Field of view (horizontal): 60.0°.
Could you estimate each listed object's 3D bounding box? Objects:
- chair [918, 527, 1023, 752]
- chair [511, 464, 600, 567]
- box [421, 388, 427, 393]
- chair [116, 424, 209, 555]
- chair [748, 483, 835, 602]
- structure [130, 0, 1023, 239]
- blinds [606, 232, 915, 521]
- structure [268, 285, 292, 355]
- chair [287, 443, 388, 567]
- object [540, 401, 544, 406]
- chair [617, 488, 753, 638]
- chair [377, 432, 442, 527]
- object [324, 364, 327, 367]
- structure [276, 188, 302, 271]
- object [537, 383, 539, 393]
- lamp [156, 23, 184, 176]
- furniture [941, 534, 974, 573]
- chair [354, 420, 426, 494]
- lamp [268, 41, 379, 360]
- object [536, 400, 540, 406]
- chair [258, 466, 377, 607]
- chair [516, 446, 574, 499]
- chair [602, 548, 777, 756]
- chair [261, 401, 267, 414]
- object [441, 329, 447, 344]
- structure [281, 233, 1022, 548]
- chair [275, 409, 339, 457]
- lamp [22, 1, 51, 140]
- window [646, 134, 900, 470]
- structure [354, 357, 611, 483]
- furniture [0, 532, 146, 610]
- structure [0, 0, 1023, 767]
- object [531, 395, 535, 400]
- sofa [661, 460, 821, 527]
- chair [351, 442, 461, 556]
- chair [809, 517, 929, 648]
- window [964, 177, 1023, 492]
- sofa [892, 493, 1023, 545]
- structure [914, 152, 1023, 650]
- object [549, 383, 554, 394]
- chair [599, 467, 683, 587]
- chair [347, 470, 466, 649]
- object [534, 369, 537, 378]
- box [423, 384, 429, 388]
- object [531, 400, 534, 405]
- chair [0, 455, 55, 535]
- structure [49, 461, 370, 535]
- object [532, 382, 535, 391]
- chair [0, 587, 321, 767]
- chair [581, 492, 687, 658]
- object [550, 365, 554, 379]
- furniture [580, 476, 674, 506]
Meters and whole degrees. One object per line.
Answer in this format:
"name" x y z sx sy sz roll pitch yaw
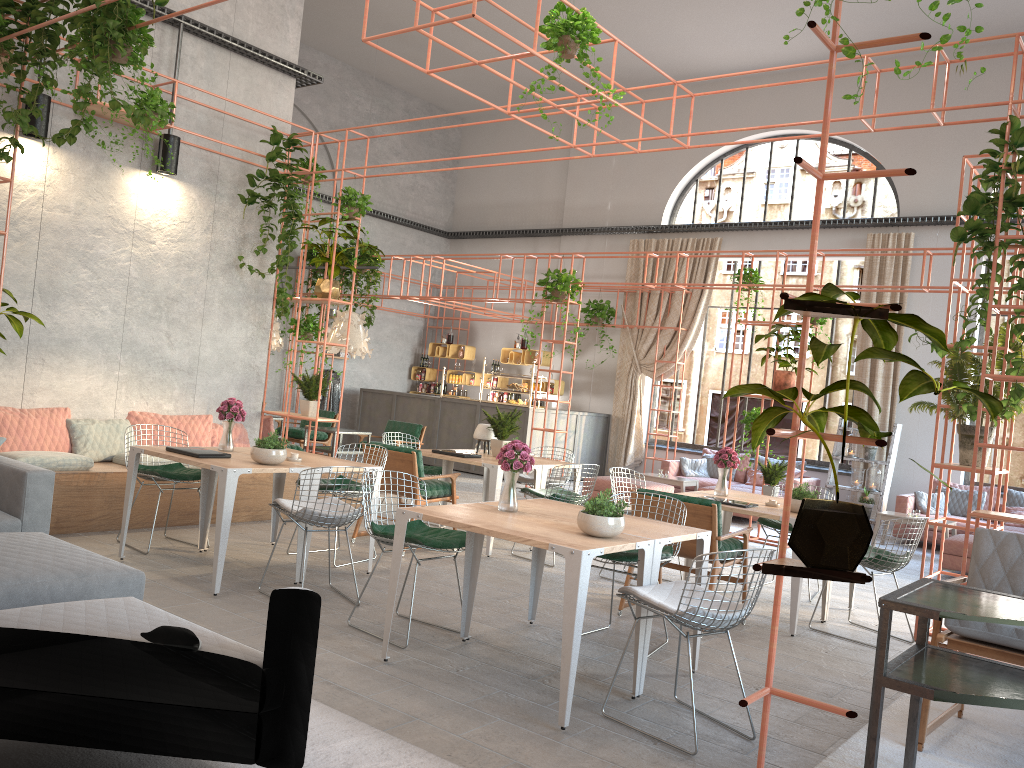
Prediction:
"chair" 2.251 1.146 3.814 0.722 0.929 0.685 6 0 38
"chair" 0.414 1.160 8.204 0.565 0.941 0.717 6 0 -36
"box" -1.815 0.134 18.421 0.122 0.093 0.058 6 0 38
"chair" -2.766 0.826 7.091 0.717 0.941 0.565 6 0 39
"chair" 2.488 1.374 7.880 0.565 0.941 0.717 6 0 34
"structure" -0.023 -3.118 8.823 15.203 0.110 15.603 6 0 38
"blinds" 3.872 -0.319 14.842 4.957 4.389 0.414 6 0 39
"structure" -4.443 -1.298 15.807 0.921 1.527 0.950 6 0 36
"chair" -1.429 0.965 7.324 0.565 0.941 0.717 6 0 34
"object" 0.572 0.357 16.853 0.073 0.131 0.073 6 0 30
"chair" 1.259 1.245 6.400 0.722 0.917 0.685 6 0 38
"chair" -1.056 1.011 9.329 0.717 0.941 0.565 6 0 39
"object" -3.562 -0.360 16.841 0.049 0.121 0.093 6 0 40
"structure" -4.497 -2.783 15.210 0.856 1.514 1.939 6 0 32
"object" 0.474 0.073 16.674 0.069 0.191 0.069 6 0 -35
"lamp" -3.197 -2.706 8.404 0.185 1.425 0.179 6 0 37
"furniture" 5.250 1.917 9.598 0.976 0.446 0.941 6 0 37
"chair" -1.665 0.969 12.000 0.722 0.929 0.685 6 0 38
"lamp" -3.327 -2.486 12.368 4.456 4.052 0.704 6 0 38
"object" 0.489 0.348 16.736 0.073 0.131 0.073 6 0 30
"chair" -1.296 0.974 5.966 0.565 0.941 0.717 6 0 -36
"chair" 0.281 1.151 9.562 0.565 0.941 0.717 6 0 34
"chair" 0.862 1.192 4.299 0.565 0.941 0.717 6 0 -36
"chair" -4.429 0.690 14.135 0.722 0.930 0.685 6 0 38
"object" -1.398 -0.979 18.431 0.134 0.301 0.134 6 0 26
"structure" 2.644 0.054 13.156 14.689 4.247 4.157 6 0 38
"chair" -3.062 0.828 13.079 0.722 0.930 0.685 6 0 38
"lamp" -3.929 -2.785 7.446 0.185 1.425 0.179 6 0 37
"window" 4.410 -1.506 15.193 4.127 5.538 0.089 6 0 38
"structure" -0.554 0.545 16.799 4.057 2.022 2.579 6 0 38
"furniture" -2.236 0.917 3.734 0.975 0.446 0.941 6 0 37
"structure" -3.127 -1.124 8.142 14.096 4.345 4.501 6 0 36
"object" 0.391 0.245 16.829 0.115 0.107 0.115 6 0 4
"sofa" 3.229 1.612 13.421 2.219 0.672 1.960 6 0 38
"chair" -0.947 1.023 8.083 0.722 0.917 0.685 6 0 38
"chair" 2.621 1.382 6.522 0.565 0.941 0.717 6 0 -36
"window" 8.611 -1.079 11.948 4.126 5.544 0.089 6 0 38
"sofa" 6.018 1.893 11.267 2.219 0.672 1.960 6 0 38
"structure" 3.495 0.139 6.658 0.424 3.602 0.624 6 0 38
"object" 0.744 0.092 16.520 0.131 0.207 0.131 6 0 -7
"chair" 1.151 1.234 7.647 0.717 0.941 0.565 6 0 39
"chair" -0.608 1.044 5.424 0.717 0.941 0.565 6 0 39
"object" 0.449 -0.197 16.756 0.083 0.159 0.083 6 0 -8
"box" -1.784 0.044 18.455 0.058 0.093 0.122 6 0 -41
"object" 0.390 0.350 16.738 0.115 0.107 0.115 6 0 4
"chair" -3.212 0.705 4.634 1.052 0.672 1.127 6 0 38
"structure" -5.188 0.810 9.879 5.831 0.500 4.386 6 0 38
"object" 0.403 0.066 16.729 0.069 0.191 0.069 6 0 -17
"chair" -1.341 0.849 2.680 1.127 0.586 1.056 6 0 38
"chair" 0.729 1.183 5.657 0.565 0.941 0.717 6 0 34
"object" 0.737 -0.224 16.695 0.075 0.273 0.075 6 0 26
"furniture" 1.622 1.551 12.401 0.976 0.446 0.941 6 0 37
